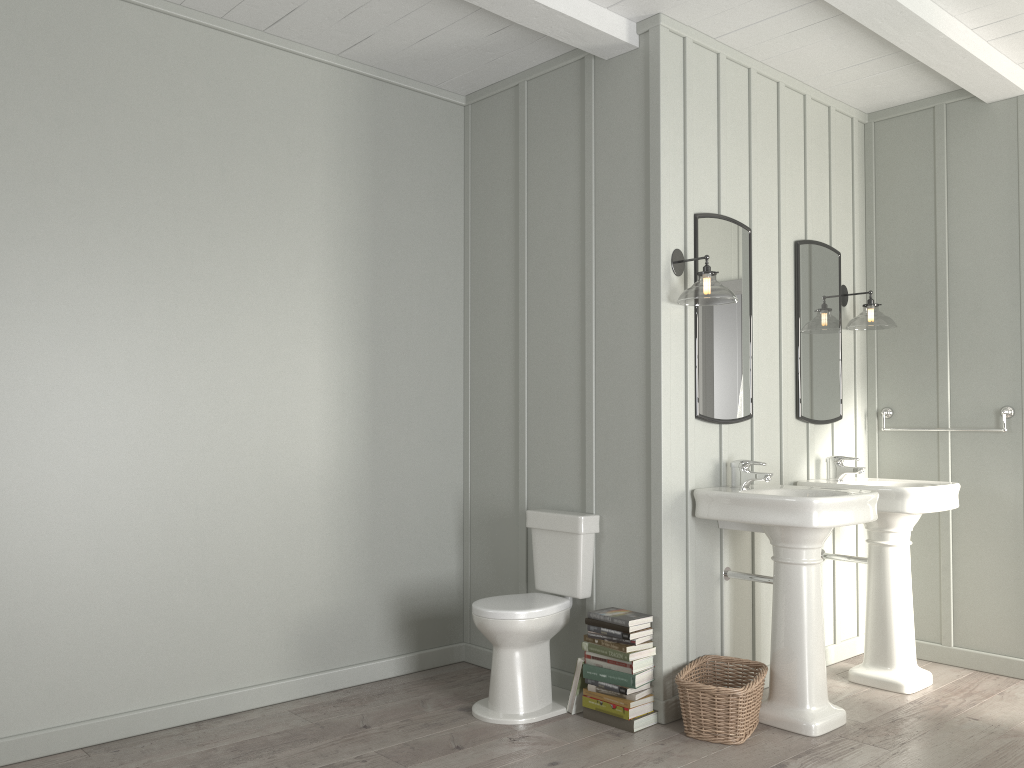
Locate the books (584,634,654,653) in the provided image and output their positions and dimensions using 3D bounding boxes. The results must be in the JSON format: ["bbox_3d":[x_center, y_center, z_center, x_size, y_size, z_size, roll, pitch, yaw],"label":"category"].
[{"bbox_3d":[0.415,1.006,3.458,0.143,0.024,0.240,2,-3,-37],"label":"books"}]

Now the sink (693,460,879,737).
[{"bbox_3d":[1.092,0.813,3.498,0.549,1.013,0.587,2,-3,-42],"label":"sink"}]

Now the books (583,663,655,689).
[{"bbox_3d":[0.417,1.127,3.456,0.236,0.053,0.153,-2,-3,38],"label":"books"}]

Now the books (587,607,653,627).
[{"bbox_3d":[0.423,0.908,3.449,0.144,0.024,0.214,2,-3,-41],"label":"books"}]

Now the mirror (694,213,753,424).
[{"bbox_3d":[0.895,-0.272,3.726,0.409,0.884,0.015,2,-2,-42],"label":"mirror"}]

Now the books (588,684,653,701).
[{"bbox_3d":[0.425,1.190,3.455,0.214,0.025,0.144,-2,-3,38],"label":"books"}]

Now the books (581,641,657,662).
[{"bbox_3d":[0.417,1.033,3.456,0.164,0.032,0.243,2,-3,-42],"label":"books"}]

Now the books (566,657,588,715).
[{"bbox_3d":[0.309,1.208,3.569,0.164,0.235,0.095,2,-2,-42],"label":"books"}]

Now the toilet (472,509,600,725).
[{"bbox_3d":[0.074,0.931,3.624,0.506,0.787,0.343,2,-2,-42],"label":"toilet"}]

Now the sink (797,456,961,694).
[{"bbox_3d":[1.675,0.839,4.021,0.549,1.013,0.587,2,-3,-42],"label":"sink"}]

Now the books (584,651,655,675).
[{"bbox_3d":[0.421,1.075,3.461,0.231,0.051,0.150,-2,-3,43],"label":"books"}]

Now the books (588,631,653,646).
[{"bbox_3d":[0.425,0.982,3.460,0.214,0.025,0.145,-2,-3,37],"label":"books"}]

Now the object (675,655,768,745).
[{"bbox_3d":[0.806,1.205,3.382,0.301,0.220,0.451,-1,-3,29],"label":"object"}]

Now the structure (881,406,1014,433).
[{"bbox_3d":[2.093,0.172,4.297,0.053,0.123,0.624,2,-3,-42],"label":"structure"}]

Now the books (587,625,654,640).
[{"bbox_3d":[0.422,0.958,3.448,0.144,0.024,0.214,3,-3,-43],"label":"books"}]

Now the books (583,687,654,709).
[{"bbox_3d":[0.415,1.214,3.452,0.143,0.024,0.241,2,-3,-42],"label":"books"}]

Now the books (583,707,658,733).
[{"bbox_3d":[0.424,1.292,3.454,0.248,0.049,0.158,-2,-4,45],"label":"books"}]

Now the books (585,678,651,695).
[{"bbox_3d":[0.413,1.165,3.452,0.144,0.024,0.214,2,-3,-42],"label":"books"}]

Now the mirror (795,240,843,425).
[{"bbox_3d":[1.482,-0.247,4.252,0.409,0.884,0.015,2,-2,-42],"label":"mirror"}]

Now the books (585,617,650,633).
[{"bbox_3d":[0.415,0.933,3.457,0.214,0.024,0.144,-2,-4,44],"label":"books"}]

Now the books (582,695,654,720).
[{"bbox_3d":[0.413,1.246,3.449,0.156,0.041,0.231,3,-3,-44],"label":"books"}]
